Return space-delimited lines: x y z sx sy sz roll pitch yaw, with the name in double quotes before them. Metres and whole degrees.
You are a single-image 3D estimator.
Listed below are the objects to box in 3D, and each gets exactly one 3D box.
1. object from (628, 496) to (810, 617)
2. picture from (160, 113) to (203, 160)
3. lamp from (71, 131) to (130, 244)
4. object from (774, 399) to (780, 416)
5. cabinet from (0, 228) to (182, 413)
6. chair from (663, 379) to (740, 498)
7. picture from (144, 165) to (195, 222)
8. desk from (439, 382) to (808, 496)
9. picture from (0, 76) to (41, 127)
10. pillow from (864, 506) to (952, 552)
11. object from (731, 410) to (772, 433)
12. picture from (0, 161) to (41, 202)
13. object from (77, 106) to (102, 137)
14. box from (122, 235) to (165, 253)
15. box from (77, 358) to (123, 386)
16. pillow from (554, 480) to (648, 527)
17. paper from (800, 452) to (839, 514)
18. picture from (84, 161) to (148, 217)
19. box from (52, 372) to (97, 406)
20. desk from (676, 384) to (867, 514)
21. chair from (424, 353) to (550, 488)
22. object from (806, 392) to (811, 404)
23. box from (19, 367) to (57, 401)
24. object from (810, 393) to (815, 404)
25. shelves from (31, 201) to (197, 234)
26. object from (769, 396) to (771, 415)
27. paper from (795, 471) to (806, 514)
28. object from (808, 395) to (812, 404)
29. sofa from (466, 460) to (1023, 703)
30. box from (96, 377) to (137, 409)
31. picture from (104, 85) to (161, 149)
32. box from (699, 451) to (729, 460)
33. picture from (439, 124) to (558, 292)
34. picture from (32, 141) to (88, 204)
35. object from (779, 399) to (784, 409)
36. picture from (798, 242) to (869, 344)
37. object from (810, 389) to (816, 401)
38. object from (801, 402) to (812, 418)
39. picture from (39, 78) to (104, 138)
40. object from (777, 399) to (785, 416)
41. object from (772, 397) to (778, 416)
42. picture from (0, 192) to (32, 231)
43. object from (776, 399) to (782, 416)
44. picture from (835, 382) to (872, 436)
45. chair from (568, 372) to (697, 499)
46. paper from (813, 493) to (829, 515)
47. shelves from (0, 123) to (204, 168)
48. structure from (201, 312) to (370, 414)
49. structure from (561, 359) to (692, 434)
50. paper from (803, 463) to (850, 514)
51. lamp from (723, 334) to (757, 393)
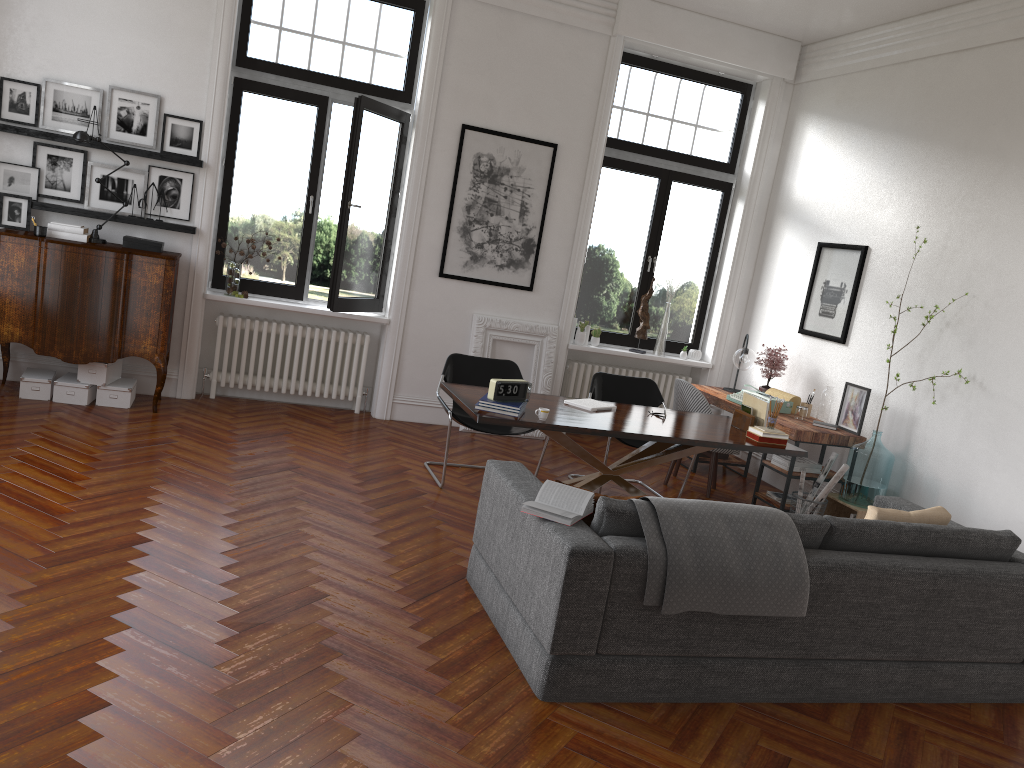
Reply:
"object" 0.850 0.712 3.734 0.752 0.389 0.398 7 10 -18
"picture" -2.610 -1.953 7.005 0.290 0.304 0.020 7 10 -18
"lamp" -3.118 -1.468 6.701 0.174 0.805 0.490 17 12 36
"object" 1.732 0.190 5.830 0.008 0.194 0.049 11 10 5
"cabinet" -3.260 -0.468 6.764 1.267 1.222 0.637 7 10 -18
"chair" 1.548 0.432 7.364 0.548 0.903 0.713 5 11 -25
"picture" -2.732 -1.518 7.071 0.343 0.386 0.020 7 10 -18
"desk" 0.650 0.577 5.883 2.228 0.754 1.025 7 10 -18
"picture" -3.690 -2.110 6.639 0.267 0.316 0.020 7 10 -18
"pillow" 1.899 0.801 4.418 0.486 0.462 0.224 7 10 -18
"object" 1.653 0.240 6.127 0.150 0.167 0.227 7 10 -18
"picture" -3.754 -1.538 6.727 0.300 0.254 0.020 7 10 -18
"object" -3.213 -1.991 6.751 0.174 0.261 0.040 7 10 -18
"box" -2.859 -1.084 6.883 0.282 0.087 0.207 7 9 -18
"box" -3.195 -0.116 6.884 0.209 0.177 0.392 8 9 -8
"pillow" 0.405 0.632 4.025 0.469 0.398 0.329 13 10 18
"paper" 2.268 0.808 6.661 0.294 0.628 0.047 5 11 -25
"picture" -3.103 -1.519 6.956 0.434 0.366 0.020 7 10 -18
"box" -3.353 0.044 6.841 0.245 0.177 0.392 8 9 -13
"desk" 2.088 0.568 7.579 0.648 0.760 1.790 7 10 -18
"chair" -0.189 0.288 6.410 0.753 0.876 0.742 7 10 -18
"object" 2.445 0.166 7.355 0.008 0.208 0.054 17 12 36
"box" -3.624 0.006 6.782 0.209 0.177 0.392 6 10 -23
"object" 2.461 0.173 7.332 0.008 0.208 0.054 3 12 -35
"shelves" -3.253 -1.318 6.884 1.516 0.055 0.155 7 9 -18
"object" 1.711 0.179 5.876 0.049 0.194 0.008 18 13 40
"paper" 2.123 0.876 6.552 0.073 0.480 0.033 13 11 18
"object" 2.457 0.169 7.355 0.054 0.208 0.008 4 12 -31
"sofa" 1.237 0.918 4.417 2.647 0.832 1.256 7 10 -18
"box" -3.101 0.069 6.956 0.245 0.177 0.392 7 10 -18
"picture" -2.942 -2.066 6.878 0.369 0.410 0.020 7 10 -18
"box" 1.797 0.610 8.213 0.318 0.083 0.295 7 9 -18
"picture" -0.121 -1.542 7.872 0.883 1.328 0.035 7 10 -18
"picture" -3.484 -1.622 6.816 0.373 0.408 0.020 7 10 -18
"object" 1.758 0.187 5.866 0.038 0.195 0.008 11 10 8
"picture" 2.733 -0.788 7.568 0.050 0.819 0.631 7 10 -18
"object" 2.471 0.156 7.341 0.028 0.240 0.023 6 11 -21
"object" 2.431 0.216 7.346 0.058 0.114 0.075 7 10 -18
"picture" -3.351 -2.095 6.746 0.416 0.369 0.020 7 10 -18
"object" 1.759 0.190 5.855 0.044 0.194 0.008 12 10 11
"object" 1.739 0.180 5.883 0.008 0.196 0.032 15 11 25
"picture" -3.729 -1.290 6.651 0.213 0.258 0.020 7 10 -18
"object" 1.746 0.190 5.835 0.008 0.196 0.036 9 10 -6
"picture" 2.656 0.190 6.908 0.023 0.371 0.281 7 10 -18
"chair" 0.921 0.422 6.779 0.753 0.876 0.742 7 10 -18
"paper" 2.285 0.936 6.624 0.126 0.390 0.026 10 10 4
"shelves" -3.164 -1.827 6.792 1.516 0.055 0.157 7 9 -18
"structure" -1.971 -0.152 7.883 1.454 0.781 0.224 7 10 -18
"structure" 1.116 0.222 8.910 1.454 0.781 0.224 7 10 -18
"paper" 2.244 0.834 6.462 0.047 0.612 0.329 2 12 -38
"lamp" 2.089 -0.184 8.074 0.207 0.552 0.440 11 10 5
